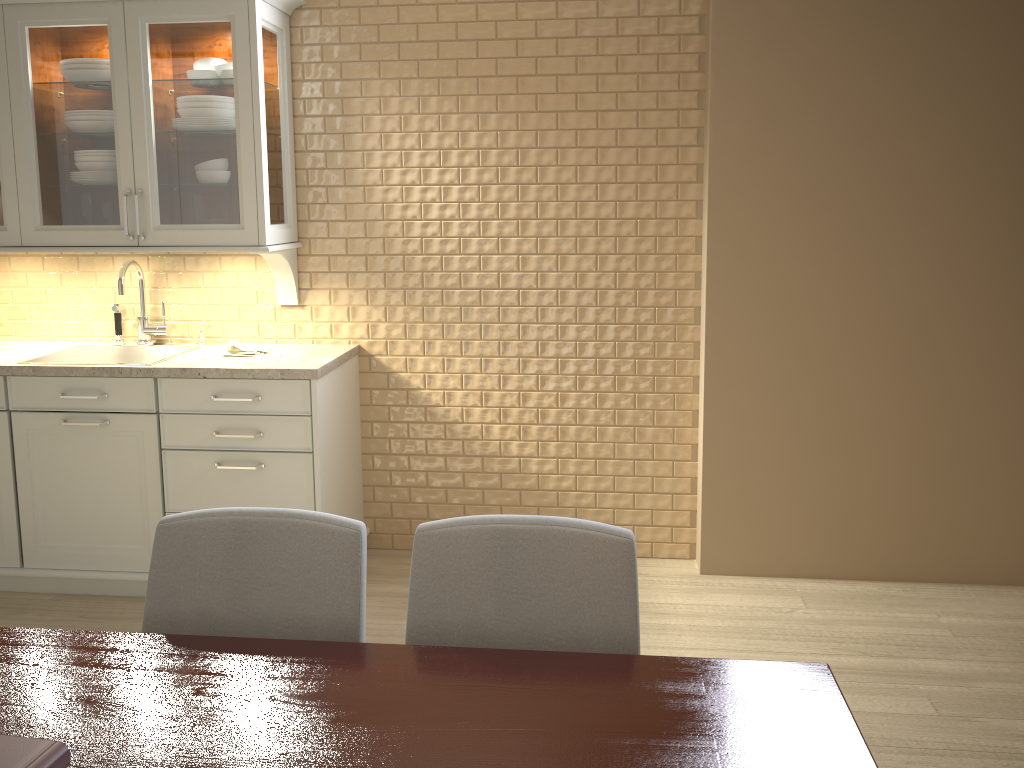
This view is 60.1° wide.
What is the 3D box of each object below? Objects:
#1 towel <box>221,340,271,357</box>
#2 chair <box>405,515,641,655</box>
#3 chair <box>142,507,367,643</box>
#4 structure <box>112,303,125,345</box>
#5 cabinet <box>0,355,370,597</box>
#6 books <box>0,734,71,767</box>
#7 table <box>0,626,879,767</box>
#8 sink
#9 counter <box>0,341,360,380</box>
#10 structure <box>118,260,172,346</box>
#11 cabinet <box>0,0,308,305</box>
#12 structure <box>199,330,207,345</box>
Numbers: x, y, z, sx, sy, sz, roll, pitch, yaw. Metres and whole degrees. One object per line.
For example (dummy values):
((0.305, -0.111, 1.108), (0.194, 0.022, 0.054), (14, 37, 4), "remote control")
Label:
((-0.959, -0.130, 3.216), (0.164, 0.050, 0.173), (-2, 11, -8), "towel")
((0.000, 0.678, 1.308), (0.399, 0.819, 0.511), (0, 9, 6), "chair")
((-0.454, 0.672, 1.355), (0.399, 0.819, 0.511), (0, 9, 6), "chair")
((-1.525, -0.233, 3.433), (0.043, 0.160, 0.057), (0, 8, 6), "structure")
((-1.684, 0.288, 3.358), (2.219, 0.786, 0.645), (1, 9, 6), "cabinet")
((-0.575, 0.418, 0.886), (0.164, 0.032, 0.185), (2, 12, 11), "books")
((-0.445, 0.809, 1.066), (1.758, 0.673, 0.760), (1, 10, 6), "table")
((-1.436, 0.096, 3.221), (0.484, 0.411, 0.384), (1, 10, 6), "sink")
((-1.702, -0.099, 3.265), (2.197, 0.035, 0.529), (1, 12, 6), "counter")
((-1.409, -0.301, 3.334), (0.142, 0.333, 0.213), (2, 9, 16), "structure")
((-1.720, -0.823, 3.220), (1.928, 1.102, 0.415), (1, 8, 6), "cabinet")
((-1.195, -0.178, 3.415), (0.029, 0.055, 0.029), (-5, 10, -29), "structure")
